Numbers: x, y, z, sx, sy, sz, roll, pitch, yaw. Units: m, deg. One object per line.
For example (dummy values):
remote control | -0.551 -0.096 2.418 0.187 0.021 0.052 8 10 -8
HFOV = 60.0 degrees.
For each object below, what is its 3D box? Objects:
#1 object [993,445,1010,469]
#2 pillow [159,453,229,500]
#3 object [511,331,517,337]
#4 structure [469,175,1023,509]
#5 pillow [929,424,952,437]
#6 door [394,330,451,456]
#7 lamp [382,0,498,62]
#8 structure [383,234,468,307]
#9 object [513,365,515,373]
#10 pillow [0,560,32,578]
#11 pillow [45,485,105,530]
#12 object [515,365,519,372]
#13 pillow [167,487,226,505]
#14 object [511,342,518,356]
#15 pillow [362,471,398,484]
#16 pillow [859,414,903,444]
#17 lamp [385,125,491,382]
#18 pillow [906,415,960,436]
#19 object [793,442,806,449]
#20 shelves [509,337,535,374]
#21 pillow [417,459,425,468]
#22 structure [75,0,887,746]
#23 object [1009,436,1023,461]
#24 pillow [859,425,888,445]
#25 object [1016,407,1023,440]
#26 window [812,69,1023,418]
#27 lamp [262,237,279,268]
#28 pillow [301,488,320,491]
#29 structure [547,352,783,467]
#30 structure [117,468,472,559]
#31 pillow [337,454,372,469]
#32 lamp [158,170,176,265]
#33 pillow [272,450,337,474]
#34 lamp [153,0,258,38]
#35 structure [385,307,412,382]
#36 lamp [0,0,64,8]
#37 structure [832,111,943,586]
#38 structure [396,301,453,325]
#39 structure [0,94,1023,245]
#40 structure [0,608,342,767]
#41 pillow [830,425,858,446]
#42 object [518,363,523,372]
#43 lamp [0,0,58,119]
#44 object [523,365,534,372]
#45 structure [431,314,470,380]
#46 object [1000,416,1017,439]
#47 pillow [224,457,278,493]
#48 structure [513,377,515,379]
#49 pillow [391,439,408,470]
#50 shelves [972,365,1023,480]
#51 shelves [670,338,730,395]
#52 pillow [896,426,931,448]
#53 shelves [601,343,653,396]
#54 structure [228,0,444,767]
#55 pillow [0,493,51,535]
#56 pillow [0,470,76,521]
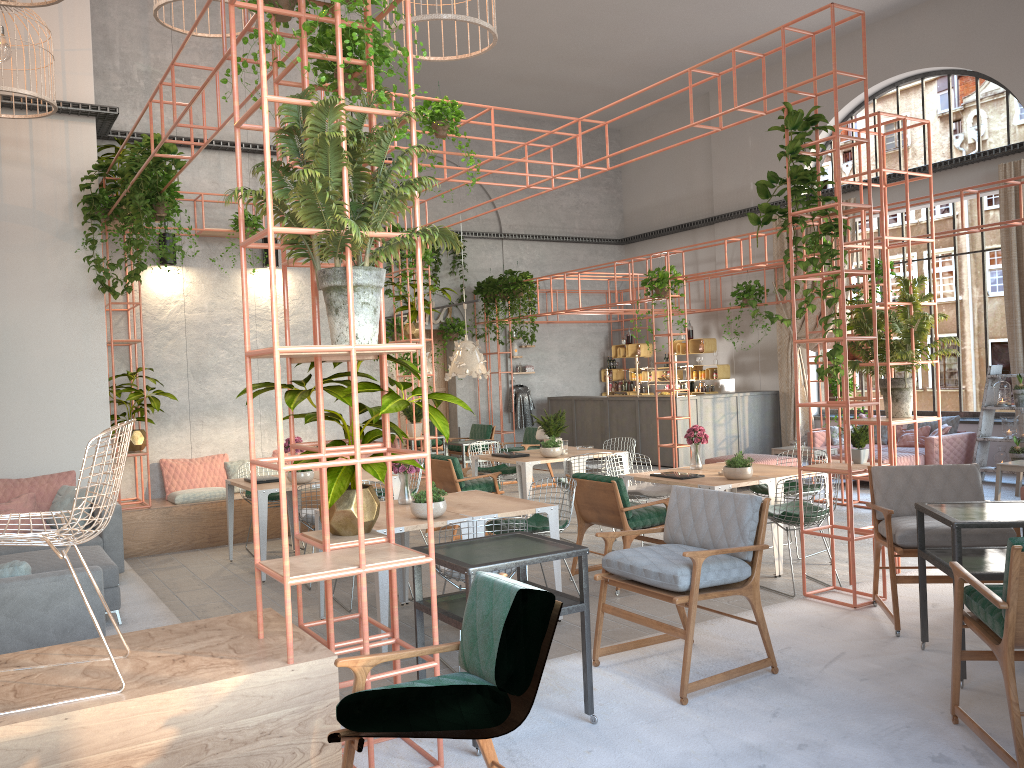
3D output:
object | 6.703 1.005 12.140 0.208 0.320 0.192 -3 1 -26
pillow | -3.726 1.089 10.529 0.839 0.474 0.276 -3 1 -41
object | 0.034 -1.065 18.871 0.133 0.145 0.133 -2 1 21
structure | 4.475 -0.387 13.234 4.157 4.247 14.689 -3 1 -31
pillow | 6.174 0.768 12.848 0.308 0.349 0.495 -2 1 18
door | -2.064 0.257 18.543 1.360 2.729 0.551 -3 1 -31
lamp | -0.628 -4.393 6.856 0.883 3.476 0.883 -2 1 21
structure | -1.763 -2.276 17.792 1.939 1.514 0.856 -3 1 -37
object | 0.040 -0.325 18.893 0.055 0.164 0.092 -3 1 -13
pillow | -2.761 1.085 4.766 0.499 0.324 0.307 -2 1 4
pillow | -3.771 1.057 7.584 0.495 0.349 0.308 -2 1 18
object | 0.107 -0.321 18.909 0.063 0.151 0.063 -2 1 45
pillow | -3.562 1.274 10.131 0.637 0.149 0.491 -3 1 -30
object | 0.049 -0.762 18.885 0.136 0.336 0.145 -3 1 -17
pillow | -1.797 1.184 11.202 0.637 0.149 0.491 -3 1 -30
pillow | 5.815 0.718 14.079 0.276 0.474 0.839 -3 1 -31
lamp | -1.670 -2.054 14.713 0.704 4.052 4.456 -3 1 -31
pillow | 6.275 0.711 13.299 0.273 0.476 0.836 -3 1 -31
object | 4.361 0.964 13.525 0.199 0.145 0.156 -3 1 -17
shelves | 0.222 -0.608 18.973 0.560 0.790 0.186 -3 1 -31
pillow | -1.451 1.149 12.723 0.491 0.149 0.637 -3 1 -30
structure | -2.821 -0.600 10.674 4.501 4.345 14.096 -3 1 -32
object | 6.803 0.930 11.913 0.236 0.464 0.225 -2 1 37
pillow | 5.681 0.757 14.013 0.289 0.385 0.666 -3 1 -31
object | 6.919 0.532 11.960 0.219 0.430 0.216 -3 1 -38
window | 6.621 -2.239 14.526 0.089 5.538 4.127 -3 1 -31
lamp | -3.013 -2.165 10.977 0.179 1.425 0.185 -3 1 -31
pillow | -2.666 1.228 10.675 0.637 0.149 0.491 -3 1 -30
structure | 2.911 0.425 17.777 2.579 2.022 4.057 -3 1 -31
structure | -3.823 1.544 12.999 4.386 0.500 5.831 -3 1 -31
pillow | -2.069 1.053 11.509 0.666 0.385 0.289 -3 1 -36
lamp | -4.045 -2.112 10.351 0.179 1.425 0.185 -3 1 -31
pillow | -2.610 1.033 11.156 0.839 0.474 0.276 -3 1 -11
lamp | -2.761 -4.951 7.796 0.883 3.476 0.883 -2 1 21
structure | -2.397 -0.795 17.576 0.921 1.527 0.950 -2 1 2
lamp | -3.808 -4.670 6.464 0.883 3.476 0.883 -2 1 21
structure | 2.925 -0.217 6.868 0.624 3.602 0.424 -3 1 -31
structure | -1.788 -1.437 17.891 1.312 0.505 0.063 -3 1 -31
structure | 0.008 -3.024 10.227 15.603 0.110 15.203 -3 1 -31
structure | -3.409 1.134 4.629 3.396 1.111 9.152 -3 1 -31
pillow | 5.304 0.822 14.061 0.500 0.324 0.307 -2 1 4
object | 0.174 -0.351 18.960 0.081 0.204 0.081 -3 1 -31
lamp | -4.641 -4.235 7.918 0.883 3.476 0.883 -2 1 21
object | 0.359 -0.328 19.072 0.219 0.149 0.129 -3 1 -31
structure | -1.290 -0.832 18.298 0.950 1.527 0.921 -3 1 -33
object | 6.827 0.599 12.180 0.223 0.297 0.223 -3 1 -12
pillow | -3.164 1.109 10.844 0.666 0.385 0.289 -3 1 -36
structure | 0.042 -0.132 18.951 0.066 0.044 0.019 -3 1 -31
pillow | -1.765 0.981 12.409 0.276 0.474 0.839 -3 1 -41
shelves | 6.932 0.544 12.249 0.856 1.618 0.842 -3 1 -31
shelves | 3.623 0.030 17.751 0.328 1.838 1.750 -3 1 -31
pillow | 5.988 0.789 13.262 0.479 0.317 0.441 -2 1 40
shelves | 2.628 0.050 19.393 0.328 1.838 1.750 -3 1 -31
structure | -0.596 -0.221 3.521 0.748 3.623 0.722 -3 1 -31
pillow | -4.184 1.096 7.397 0.441 0.317 0.479 -2 1 40
pillow | -4.224 1.029 7.686 0.836 0.476 0.273 -3 1 -31
